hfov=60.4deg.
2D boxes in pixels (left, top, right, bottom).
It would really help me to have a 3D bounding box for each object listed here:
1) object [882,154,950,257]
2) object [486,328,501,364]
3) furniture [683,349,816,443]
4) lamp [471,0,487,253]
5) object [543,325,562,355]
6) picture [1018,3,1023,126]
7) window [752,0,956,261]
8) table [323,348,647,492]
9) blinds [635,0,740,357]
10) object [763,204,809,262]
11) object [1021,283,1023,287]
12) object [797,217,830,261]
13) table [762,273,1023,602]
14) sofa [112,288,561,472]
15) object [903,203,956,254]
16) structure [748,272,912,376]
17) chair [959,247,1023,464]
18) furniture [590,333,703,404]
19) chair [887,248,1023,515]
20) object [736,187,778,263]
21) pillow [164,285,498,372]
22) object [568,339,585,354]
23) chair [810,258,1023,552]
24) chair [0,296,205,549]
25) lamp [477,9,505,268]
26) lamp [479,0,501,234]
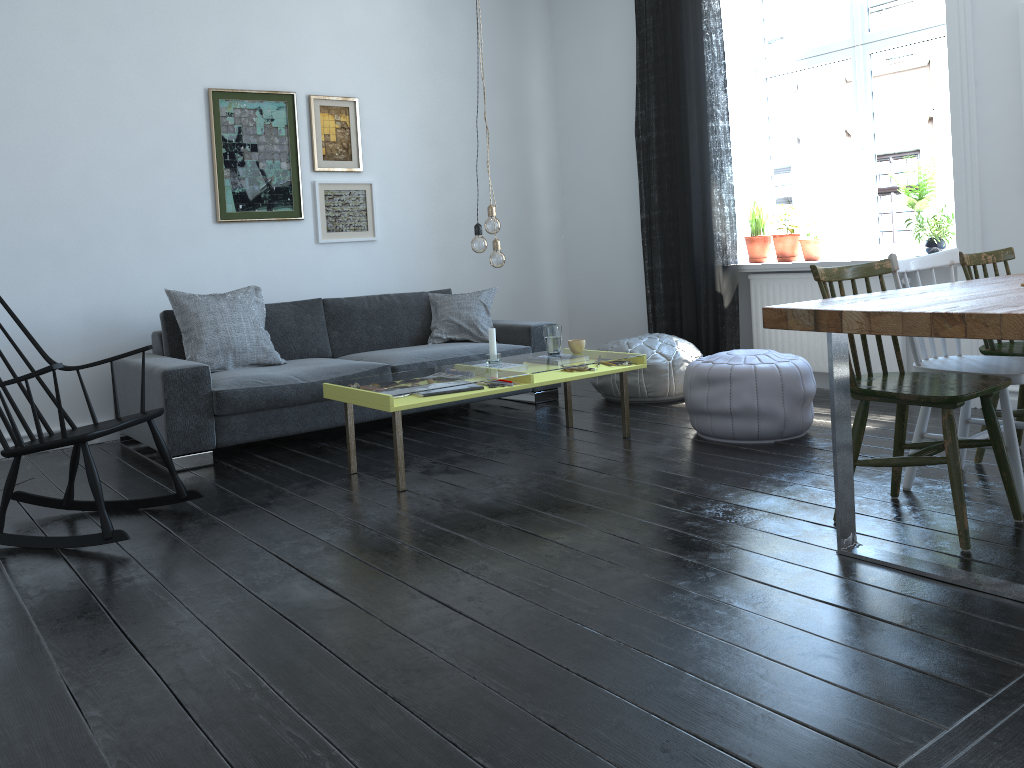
[{"bbox_3d":[2.288,-0.997,4.958,0.327,0.563,0.396,-2,4,17],"label":"object"},{"bbox_3d":[-0.092,-0.185,4.227,0.074,0.173,0.075,-3,3,-2],"label":"object"},{"bbox_3d":[1.142,0.050,4.230,0.614,0.417,0.616,-9,8,-42],"label":"furniture"},{"bbox_3d":[-0.184,-1.333,3.943,0.086,1.491,0.075,-3,2,15],"label":"lamp"},{"bbox_3d":[0.208,-0.222,4.449,0.097,0.145,0.098,-2,4,14],"label":"object"},{"bbox_3d":[2.667,-1.340,3.940,0.083,0.884,0.688,-5,4,-36],"label":"picture"},{"bbox_3d":[2.136,-1.764,5.395,0.108,1.978,1.570,-5,4,-36],"label":"window"},{"bbox_3d":[-0.082,0.126,4.053,1.410,0.397,0.602,-9,8,-36],"label":"table"},{"bbox_3d":[1.095,-1.501,5.790,0.113,2.961,0.804,-5,2,-38],"label":"blinds"},{"bbox_3d":[1.764,-0.967,5.632,0.235,0.368,0.259,-5,4,-25],"label":"object"},{"bbox_3d":[1.711,-0.522,2.864,0.113,0.409,0.114,-3,2,15],"label":"object"},{"bbox_3d":[1.873,-0.901,5.460,0.194,0.276,0.178,-2,4,20],"label":"object"},{"bbox_3d":[1.942,0.023,2.847,2.241,0.712,1.020,-9,8,-36],"label":"table"},{"bbox_3d":[-0.950,-0.144,5.145,2.388,0.719,1.086,-9,8,-36],"label":"sofa"},{"bbox_3d":[2.297,-0.836,4.772,0.287,0.293,0.285,-6,6,-32],"label":"object"},{"bbox_3d":[1.860,-0.349,5.211,0.073,0.624,1.067,-5,6,-36],"label":"structure"},{"bbox_3d":[2.023,-0.112,3.375,0.470,0.824,0.486,-6,4,-38],"label":"chair"},{"bbox_3d":[0.824,-0.111,5.407,0.683,0.380,0.681,-8,8,-36],"label":"furniture"},{"bbox_3d":[1.620,-0.056,3.094,0.469,0.839,0.510,-6,4,-37],"label":"chair"},{"bbox_3d":[1.640,-1.049,5.800,0.300,0.497,0.336,-1,4,36],"label":"object"},{"bbox_3d":[-0.976,-0.397,5.264,2.067,0.490,0.479,-8,7,-32],"label":"pillow"},{"bbox_3d":[0.328,-0.187,4.441,0.087,0.066,0.087,-4,6,-8],"label":"object"},{"bbox_3d":[1.259,0.020,2.776,0.470,0.823,0.486,-6,4,-38],"label":"chair"},{"bbox_3d":[-1.718,0.037,3.256,0.904,1.001,0.616,-3,3,8],"label":"chair"},{"bbox_3d":[-0.107,-1.275,4.016,0.074,1.491,0.089,-4,2,-13],"label":"lamp"},{"bbox_3d":[-0.130,-1.422,3.971,0.074,1.491,0.075,-3,2,10],"label":"lamp"}]
